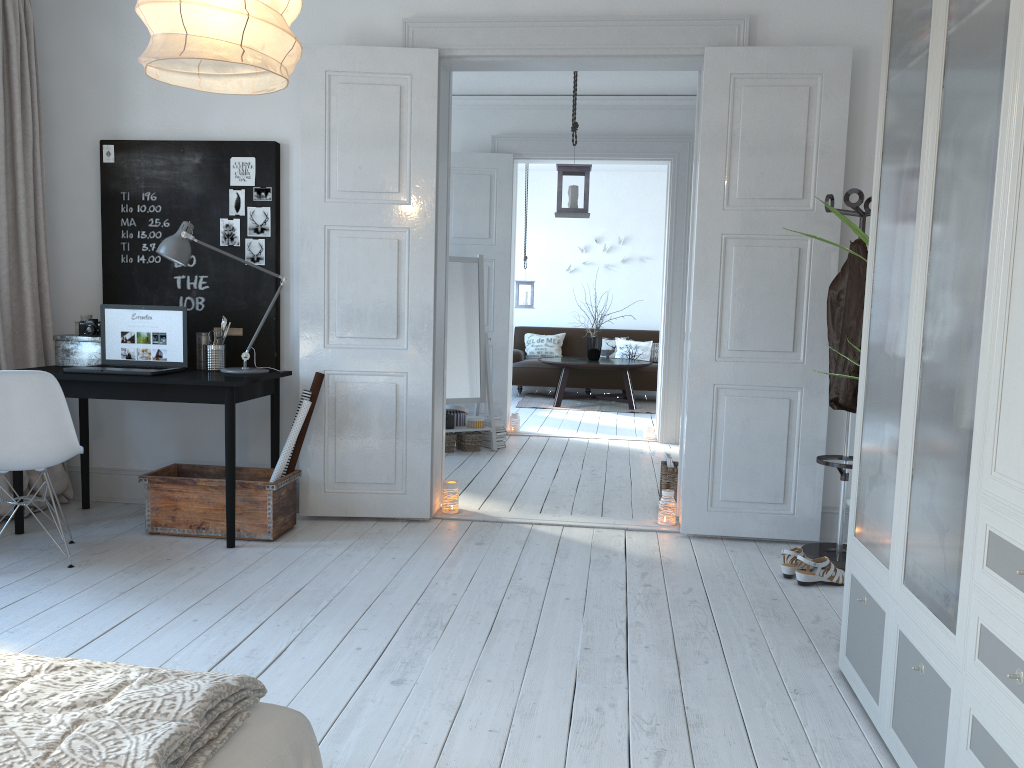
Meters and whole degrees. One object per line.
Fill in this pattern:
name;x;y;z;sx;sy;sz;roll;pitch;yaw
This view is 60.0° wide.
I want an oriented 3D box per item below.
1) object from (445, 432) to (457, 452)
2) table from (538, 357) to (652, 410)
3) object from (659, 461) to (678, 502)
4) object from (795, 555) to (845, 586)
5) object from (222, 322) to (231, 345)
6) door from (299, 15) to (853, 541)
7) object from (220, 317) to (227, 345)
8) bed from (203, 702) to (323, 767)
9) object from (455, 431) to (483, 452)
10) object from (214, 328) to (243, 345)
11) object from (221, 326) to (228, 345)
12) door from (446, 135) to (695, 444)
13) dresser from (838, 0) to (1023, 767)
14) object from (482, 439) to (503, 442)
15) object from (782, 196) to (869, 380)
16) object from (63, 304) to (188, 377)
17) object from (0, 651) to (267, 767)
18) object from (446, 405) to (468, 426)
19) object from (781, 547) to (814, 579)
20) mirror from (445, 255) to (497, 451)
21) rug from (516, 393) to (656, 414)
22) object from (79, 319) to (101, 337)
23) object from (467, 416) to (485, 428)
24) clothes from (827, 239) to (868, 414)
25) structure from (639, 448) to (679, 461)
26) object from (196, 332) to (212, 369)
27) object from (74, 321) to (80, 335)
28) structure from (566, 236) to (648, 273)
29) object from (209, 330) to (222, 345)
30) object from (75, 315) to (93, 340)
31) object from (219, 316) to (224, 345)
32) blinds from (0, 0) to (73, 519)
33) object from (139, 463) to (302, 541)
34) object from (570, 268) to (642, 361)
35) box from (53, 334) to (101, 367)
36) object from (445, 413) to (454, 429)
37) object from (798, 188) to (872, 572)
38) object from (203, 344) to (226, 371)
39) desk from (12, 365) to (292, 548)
object;-0.535;0.438;6.757;0.185;0.140;0.295;-1;6;-21
table;0.941;-0.020;10.165;1.300;0.504;1.297;1;5;-3
object;0.966;0.582;4.951;0.270;0.265;0.223;2;6;7
object;1.314;0.776;3.720;0.272;0.126;0.099;0;6;-20
object;-1.435;-0.187;4.392;0.084;0.240;0.009;0;7;-16
door;0.266;-0.524;4.527;2.598;2.510;0.576;2;6;7
object;-1.447;-0.202;4.407;0.062;0.264;0.012;-4;8;-41
bed;-1.216;0.541;0.440;1.888;1.048;2.172;2;5;7
object;-0.338;0.436;6.841;0.185;0.140;0.295;-1;6;-21
object;-1.423;-0.177;4.446;0.138;0.209;0.034;0;6;-13
object;-1.446;-0.179;4.400;0.009;0.222;0.082;6;8;36
door;0.632;-0.788;7.503;2.598;2.510;0.576;2;6;7
dresser;1.282;-0.104;1.967;0.630;2.167;1.429;2;6;7
object;-0.165;0.434;6.992;0.111;0.014;0.156;-3;7;-40
object;1.408;0.121;3.042;1.043;1.557;0.288;6;8;36
object;-1.809;-0.211;4.158;0.445;0.316;0.325;2;6;7
object;-1.104;0.430;1.267;1.460;0.104;0.404;2;5;7
object;-0.451;0.236;6.914;0.207;0.159;0.240;3;6;14
object;1.241;0.760;3.869;0.099;0.126;0.272;6;7;39
mirror;-0.433;-0.245;6.756;0.610;1.491;0.416;-2;7;-28
rug;0.939;0.201;10.216;1.710;0.055;1.453;2;5;7
object;-2.071;-0.276;4.352;0.137;0.087;0.073;2;6;7
object;-0.278;0.292;6.801;0.142;0.075;0.142;1;6;-9
clothes;1.504;-0.248;3.887;0.237;0.772;0.211;7;8;40
structure;1.741;-0.774;6.819;1.247;2.833;0.799;-3;8;-38
object;-1.556;-0.165;4.481;0.079;0.188;0.078;0;6;-14
object;-2.203;-0.284;4.502;0.040;0.069;0.039;1;6;-5
structure;1.201;-1.635;11.227;1.025;0.479;0.085;2;6;7
object;-1.485;-0.172;4.411;0.081;0.199;0.050;5;7;32
object;-2.157;-0.281;4.430;0.056;0.130;0.167;2;6;5
object;-1.452;-0.205;4.407;0.008;0.268;0.060;4;7;23
blinds;-2.453;-0.648;4.213;0.225;2.652;0.829;2;6;7
object;-1.395;0.567;4.277;0.664;0.283;0.339;2;6;7
object;1.063;-0.788;10.005;0.845;1.068;0.524;-1;7;-22
box;-2.123;-0.168;4.462;0.317;0.153;0.192;2;6;7
object;-0.543;0.281;6.697;0.165;0.103;0.154;-1;6;-28
object;1.523;-0.014;3.980;0.374;1.662;0.374;3;6;14
object;-1.477;-0.131;4.403;0.108;0.129;0.108;4;6;22
desk;-1.743;0.317;4.293;1.159;0.760;0.650;2;6;7
